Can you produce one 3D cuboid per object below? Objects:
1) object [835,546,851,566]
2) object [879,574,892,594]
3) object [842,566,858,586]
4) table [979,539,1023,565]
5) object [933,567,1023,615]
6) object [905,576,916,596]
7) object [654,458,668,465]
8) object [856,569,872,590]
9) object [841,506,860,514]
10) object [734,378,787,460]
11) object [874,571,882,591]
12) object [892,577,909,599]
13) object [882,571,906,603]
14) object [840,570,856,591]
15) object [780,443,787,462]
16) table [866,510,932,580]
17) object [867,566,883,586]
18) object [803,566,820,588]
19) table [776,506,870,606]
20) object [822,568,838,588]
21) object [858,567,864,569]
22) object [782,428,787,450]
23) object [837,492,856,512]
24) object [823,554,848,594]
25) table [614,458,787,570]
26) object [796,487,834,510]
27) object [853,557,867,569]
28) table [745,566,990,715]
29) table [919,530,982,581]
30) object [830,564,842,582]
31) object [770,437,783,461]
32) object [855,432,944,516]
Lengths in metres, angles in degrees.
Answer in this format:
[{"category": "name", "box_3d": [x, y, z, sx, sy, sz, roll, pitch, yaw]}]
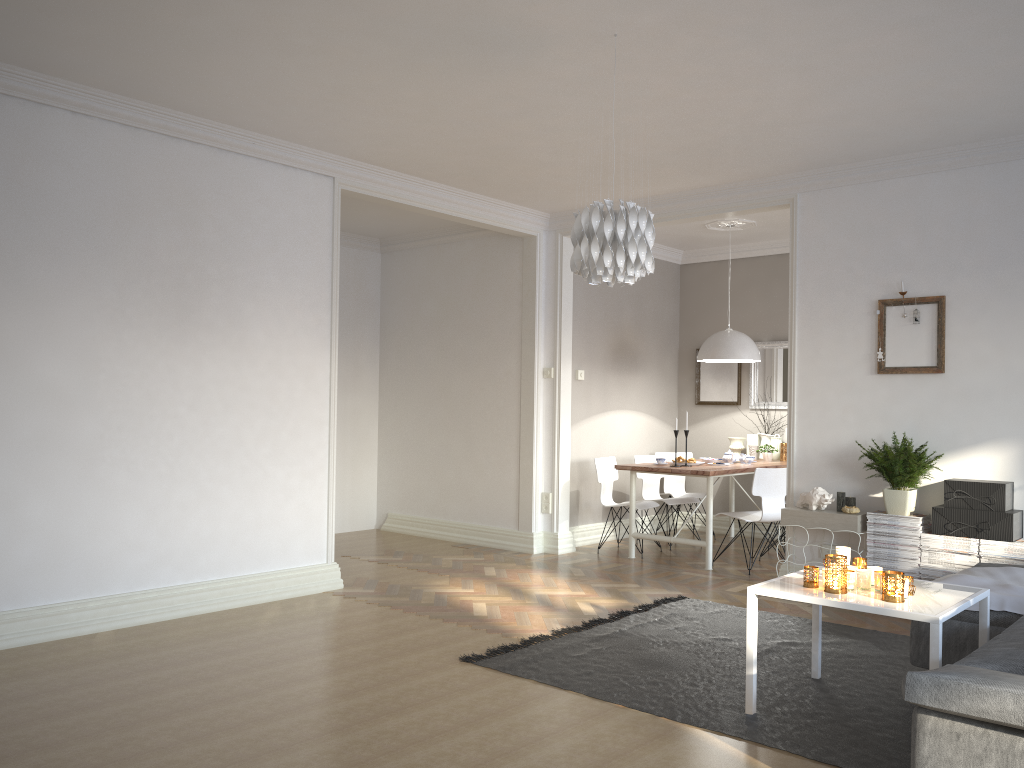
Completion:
[{"category": "object", "box_3d": [1.353, 0.704, 3.623, 0.060, 0.073, 0.060, 2, -1, -33]}, {"category": "object", "box_3d": [1.449, 0.774, 3.420, 0.060, 0.073, 0.060, 1, -1, -24]}, {"category": "object", "box_3d": [1.369, 0.777, 3.592, 0.060, 0.073, 0.060, 1, -1, 21]}, {"category": "table", "box_3d": [2.802, 1.122, 4.944, 0.327, 0.499, 0.246, 0, -1, 41]}, {"category": "object", "box_3d": [2.249, 1.090, 3.983, 0.725, 0.437, 0.812, 0, -2, 40]}, {"category": "object", "box_3d": [1.527, 0.778, 3.418, 0.054, 0.068, 0.047, 1, -1, 2]}, {"category": "object", "box_3d": [1.214, 0.629, 7.216, 0.116, 0.056, 0.137, 1, -1, -18]}, {"category": "object", "box_3d": [1.396, 0.775, 3.518, 0.060, 0.073, 0.060, 1, -1, -3]}, {"category": "object", "box_3d": [2.097, 0.777, 5.480, 0.099, 0.046, 0.104, 1, -1, -2]}, {"category": "object", "box_3d": [2.369, 0.310, 8.147, 0.698, 0.781, 0.352, 1, -1, 24]}, {"category": "object", "box_3d": [1.453, 0.775, 3.485, 0.060, 0.073, 0.060, 1, -1, -24]}, {"category": "object", "box_3d": [1.470, 0.772, 3.356, 0.060, 0.073, 0.060, 1, -1, 3]}, {"category": "object", "box_3d": [1.420, 0.754, 3.301, 0.080, 0.104, 0.080, 0, -1, 32]}, {"category": "object", "box_3d": [1.323, 0.774, 3.497, 0.060, 0.073, 0.060, 0, -1, 30]}, {"category": "object", "box_3d": [2.469, 0.615, 8.000, 0.095, 0.163, 0.095, 1, -1, -9]}, {"category": "table", "box_3d": [2.335, 1.076, 5.356, 0.321, 0.596, 0.246, 0, -1, 41]}, {"category": "object", "box_3d": [1.467, 0.778, 3.587, 0.060, 0.073, 0.060, 1, -1, -24]}, {"category": "object", "box_3d": [1.193, 0.769, 3.536, 0.060, 0.079, 0.060, 0, -1, 32]}, {"category": "table", "box_3d": [1.987, 1.089, 5.613, 0.553, 0.575, 0.299, 0, -1, 42]}, {"category": "object", "box_3d": [1.261, 0.773, 3.519, 0.060, 0.073, 0.060, 0, -1, 30]}, {"category": "object", "box_3d": [1.423, 0.786, 3.650, 0.052, 0.058, 0.050, 1, -1, 11]}, {"category": "object", "box_3d": [2.534, 0.552, 8.155, 0.091, 0.301, 0.091, 1, -1, -5]}, {"category": "object", "box_3d": [2.103, 0.736, 5.584, 0.123, 0.134, 0.062, 1, -1, -8]}, {"category": "object", "box_3d": [1.257, 0.738, 3.446, 0.090, 0.139, 0.087, 1, -1, 12]}, {"category": "table", "box_3d": [1.788, 1.050, 7.553, 0.853, 0.750, 1.987, 0, -2, 41]}, {"category": "object", "box_3d": [1.935, 0.728, 5.651, 0.137, 0.150, 0.311, 1, -1, -19]}, {"category": "object", "box_3d": [1.474, 0.780, 3.759, 0.060, 0.079, 0.060, 0, -1, 36]}, {"category": "table", "box_3d": [1.418, 1.065, 3.530, 0.715, 0.504, 0.675, 0, -2, 41]}, {"category": "table", "box_3d": [2.566, 1.124, 5.151, 0.327, 0.499, 0.246, 0, -1, 41]}, {"category": "object", "box_3d": [1.338, 0.778, 3.652, 0.060, 0.073, 0.060, 1, -1, 21]}, {"category": "object", "box_3d": [2.413, 0.594, 8.100, 0.114, 0.209, 0.112, 0, -1, 41]}, {"category": "object", "box_3d": [2.320, 0.543, 5.336, 0.438, 0.526, 0.368, 0, -1, 41]}]
